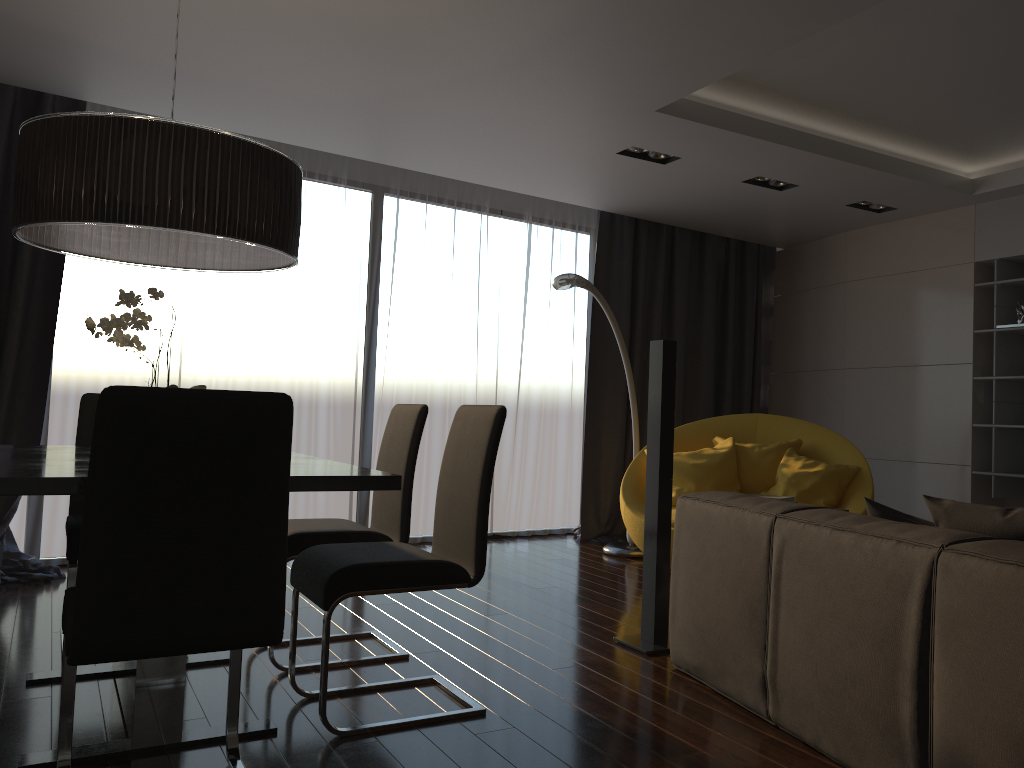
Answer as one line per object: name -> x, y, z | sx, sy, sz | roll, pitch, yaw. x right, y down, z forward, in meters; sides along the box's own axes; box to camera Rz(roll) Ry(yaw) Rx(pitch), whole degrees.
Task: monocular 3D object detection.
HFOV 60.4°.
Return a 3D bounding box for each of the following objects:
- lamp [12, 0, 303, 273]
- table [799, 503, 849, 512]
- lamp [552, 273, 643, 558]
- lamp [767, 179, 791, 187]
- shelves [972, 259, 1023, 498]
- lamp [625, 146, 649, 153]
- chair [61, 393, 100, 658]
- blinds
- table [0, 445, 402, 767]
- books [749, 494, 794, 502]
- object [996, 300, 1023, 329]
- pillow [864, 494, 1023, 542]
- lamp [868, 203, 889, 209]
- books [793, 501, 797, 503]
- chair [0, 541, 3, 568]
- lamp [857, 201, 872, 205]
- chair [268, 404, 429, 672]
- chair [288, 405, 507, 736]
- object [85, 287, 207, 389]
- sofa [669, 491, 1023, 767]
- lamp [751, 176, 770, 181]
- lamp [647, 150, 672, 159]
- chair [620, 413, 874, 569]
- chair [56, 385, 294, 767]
lamp -> -1.079, -0.968, 2.814 | 0.815, 1.103, 0.792 | 2, -3, -5
table -> 1.130, 0.833, 3.959 | 0.630, 0.563, 0.429 | 4, -3, -30
lamp -> 1.503, 0.339, 6.777 | 0.551, 1.780, 4.465 | 0, -3, 41
lamp -> 1.769, -1.346, 5.790 | 0.183, 0.077, 0.171 | 3, -2, -17
shelves -> 3.740, -0.043, 5.293 | 0.397, 1.601, 1.831 | 4, -3, -28
lamp -> 0.734, -1.404, 5.179 | 0.186, 0.077, 0.168 | 4, -3, -34
chair -> -1.513, 0.522, 3.483 | 0.448, 0.965, 0.544 | 4, -3, -29
blinds -> -0.927, -0.329, 5.836 | 7.896, 2.896, 0.709 | 4, -3, -37
table -> -1.134, 0.612, 2.753 | 1.091, 0.760, 1.525 | 3, -3, -29
books -> 1.157, 0.520, 3.996 | 0.195, 0.022, 0.163 | 0, -3, 37
object -> 3.424, -0.480, 5.825 | 0.298, 0.227, 0.271 | 3, -3, -29
pillow -> 1.924, 0.469, 2.136 | 2.025, 0.431, 1.094 | 1, -2, 22
lamp -> 2.641, -1.297, 6.304 | 0.183, 0.077, 0.171 | 3, -2, -17
books -> 1.169, 0.543, 3.990 | 0.224, 0.023, 0.168 | 1, -2, 20
chair -> -1.901, 0.480, 2.683 | 0.599, 0.965, 0.407 | 4, -3, -30
lamp -> 2.478, -1.306, 6.208 | 0.181, 0.077, 0.173 | 2, -2, -10
chair -> -0.673, 0.549, 3.408 | 0.599, 0.965, 0.407 | 4, -3, -30
chair -> -0.364, 0.539, 2.816 | 0.599, 0.965, 0.407 | 4, -3, -30
object -> -1.128, -0.024, 2.669 | 0.326, 0.501, 0.545 | 4, -3, -32
sofa -> 2.219, 0.754, 2.734 | 2.835, 0.704, 2.395 | 3, -2, -19
lamp -> 1.606, -1.355, 5.693 | 0.181, 0.077, 0.173 | 2, -2, -10
lamp -> 0.897, -1.395, 5.275 | 0.183, 0.077, 0.171 | 3, -2, -17
chair -> 1.426, 0.673, 5.376 | 1.454, 1.006, 1.184 | 1, -3, 27
chair -> -0.783, 0.496, 2.034 | 0.448, 0.965, 0.544 | 4, -3, -29
